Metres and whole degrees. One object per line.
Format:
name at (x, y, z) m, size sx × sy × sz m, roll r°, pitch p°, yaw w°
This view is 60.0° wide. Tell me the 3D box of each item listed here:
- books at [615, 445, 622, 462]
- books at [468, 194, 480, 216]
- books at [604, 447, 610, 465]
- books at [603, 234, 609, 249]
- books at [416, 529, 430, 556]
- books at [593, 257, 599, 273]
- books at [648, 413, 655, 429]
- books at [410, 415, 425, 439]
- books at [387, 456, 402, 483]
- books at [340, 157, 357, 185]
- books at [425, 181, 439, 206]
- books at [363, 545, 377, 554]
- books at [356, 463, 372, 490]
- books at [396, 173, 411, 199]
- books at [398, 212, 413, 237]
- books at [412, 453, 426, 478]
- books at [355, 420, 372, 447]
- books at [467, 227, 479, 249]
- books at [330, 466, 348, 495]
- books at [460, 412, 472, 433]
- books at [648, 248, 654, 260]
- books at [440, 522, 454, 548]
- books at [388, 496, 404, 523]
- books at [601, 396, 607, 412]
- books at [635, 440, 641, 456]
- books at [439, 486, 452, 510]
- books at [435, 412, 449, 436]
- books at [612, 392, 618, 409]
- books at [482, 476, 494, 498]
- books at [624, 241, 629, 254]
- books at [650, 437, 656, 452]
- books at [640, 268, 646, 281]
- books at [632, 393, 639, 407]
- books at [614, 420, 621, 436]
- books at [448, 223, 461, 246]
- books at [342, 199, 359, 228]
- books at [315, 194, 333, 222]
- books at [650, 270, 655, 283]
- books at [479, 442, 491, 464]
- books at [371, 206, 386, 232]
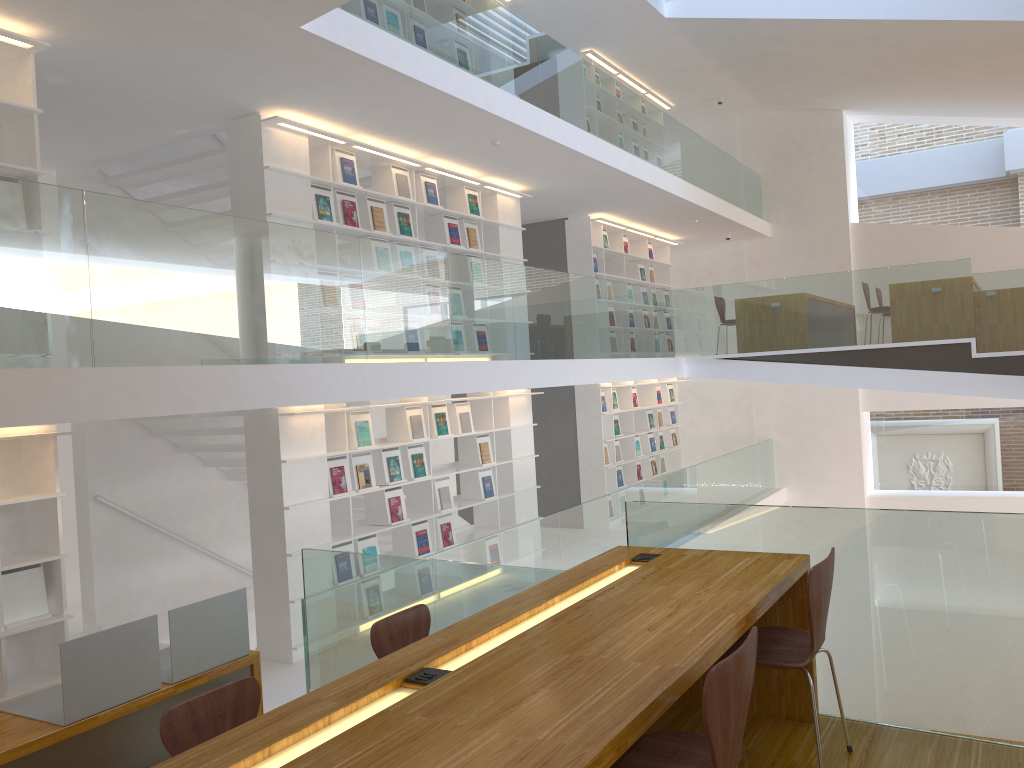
books at (1.360, 0.897, 11.400) m, size 0.037 × 0.210 × 0.145 m, roll -3°, pitch 0°, yaw 30°
books at (-0.367, -1.726, 8.566) m, size 0.037 × 0.210 × 0.145 m, roll -3°, pitch 0°, yaw 30°
books at (1.165, 0.899, 11.072) m, size 0.037 × 0.210 × 0.145 m, roll -3°, pitch 0°, yaw 30°
books at (1.199, -1.816, 11.394) m, size 0.037 × 0.210 × 0.145 m, roll -3°, pitch 0°, yaw 30°
books at (-0.762, 1.360, 7.594) m, size 0.037 × 0.210 × 0.145 m, roll -3°, pitch 0°, yaw 30°
books at (1.034, -1.475, 11.071) m, size 0.037 × 0.210 × 0.145 m, roll -3°, pitch 0°, yaw 30°
books at (1.963, 0.523, 12.477) m, size 0.037 × 0.210 × 0.145 m, roll -3°, pitch 0°, yaw 30°
books at (-0.811, 0.373, 7.600) m, size 0.037 × 0.210 × 0.145 m, roll -3°, pitch 0°, yaw 30°
books at (-0.969, 0.703, 7.306) m, size 0.037 × 0.210 × 0.145 m, roll -3°, pitch 0°, yaw 30°
books at (-1.285, -1.670, 6.986) m, size 0.037 × 0.210 × 0.145 m, roll -3°, pitch 0°, yaw 30°
books at (-0.719, -1.705, 7.961) m, size 0.037 × 0.210 × 0.145 m, roll -3°, pitch 0°, yaw 30°
books at (-1.108, 1.391, 6.991) m, size 0.037 × 0.210 × 0.145 m, roll -3°, pitch 0°, yaw 30°
books at (-1.164, 0.737, 6.984) m, size 0.037 × 0.210 × 0.145 m, roll -3°, pitch 0°, yaw 30°
books at (-0.930, -1.691, 7.598) m, size 0.037 × 0.210 × 0.145 m, roll -3°, pitch 0°, yaw 30°
books at (-0.914, -1.361, 7.592) m, size 0.037 × 0.210 × 0.145 m, roll -3°, pitch 0°, yaw 30°
books at (-0.795, 0.703, 7.595) m, size 0.037 × 0.210 × 0.145 m, roll -3°, pitch 0°, yaw 30°
books at (-1.168, 0.396, 6.986) m, size 0.037 × 0.210 × 0.145 m, roll -3°, pitch 0°, yaw 30°
books at (-0.376, -1.394, 8.524) m, size 0.037 × 0.210 × 0.145 m, roll -3°, pitch 0°, yaw 30°
books at (-1.310, 0.731, 6.715) m, size 0.037 × 0.210 × 0.145 m, roll -3°, pitch 0°, yaw 30°
books at (-0.429, 0.369, 8.257) m, size 0.037 × 0.210 × 0.145 m, roll -3°, pitch 0°, yaw 30°
books at (2.001, -1.850, 12.774) m, size 0.037 × 0.210 × 0.145 m, roll -3°, pitch 0°, yaw 30°
books at (-0.577, 1.349, 7.912) m, size 0.037 × 0.210 × 0.145 m, roll -3°, pitch 0°, yaw 30°
books at (-0.954, 1.036, 7.297) m, size 0.037 × 0.210 × 0.145 m, roll -3°, pitch 0°, yaw 30°
books at (1.139, 0.257, 11.083) m, size 0.037 × 0.210 × 0.145 m, roll -3°, pitch 0°, yaw 30°
books at (1.702, 0.870, 11.996) m, size 0.037 × 0.210 × 0.145 m, roll -3°, pitch 0°, yaw 30°
books at (-0.593, 1.028, 7.911) m, size 0.037 × 0.210 × 0.145 m, roll -3°, pitch 0°, yaw 30°
books at (-0.625, 0.362, 7.921) m, size 0.037 × 0.210 × 0.145 m, roll -3°, pitch 0°, yaw 30°
books at (1.313, 0.213, 11.393) m, size 0.037 × 0.210 × 0.145 m, roll -3°, pitch 0°, yaw 30°
books at (-0.227, 0.996, 8.541) m, size 0.037 × 0.210 × 0.145 m, roll -3°, pitch 0°, yaw 30°
books at (1.545, -1.821, 11.988) m, size 0.037 × 0.210 × 0.145 m, roll -3°, pitch 0°, yaw 30°
books at (1.985, 0.859, 12.477) m, size 0.037 × 0.210 × 0.145 m, roll -3°, pitch 0°, yaw 30°
books at (1.843, -1.525, 12.472) m, size 0.037 × 0.210 × 0.145 m, roll -3°, pitch 0°, yaw 30°
books at (1.664, 0.227, 11.994) m, size 0.037 × 0.210 × 0.145 m, roll -3°, pitch 0°, yaw 30°
books at (1.348, 0.565, 11.413) m, size 0.037 × 0.210 × 0.145 m, roll -3°, pitch 0°, yaw 30°
books at (-0.535, -1.387, 8.251) m, size 0.037 × 0.210 × 0.145 m, roll -3°, pitch 0°, yaw 30°
books at (-1.270, -1.340, 6.987) m, size 0.037 × 0.210 × 0.145 m, roll -3°, pitch 0°, yaw 30°
books at (-1.424, -1.326, 6.724) m, size 0.037 × 0.210 × 0.145 m, roll -3°, pitch 0°, yaw 30°
books at (2.019, -1.536, 12.775) m, size 0.037 × 0.210 × 0.145 m, roll -3°, pitch 0°, yaw 30°
books at (-0.257, 0.669, 8.527) m, size 0.037 × 0.210 × 0.145 m, roll -3°, pitch 0°, yaw 30°
books at (-1.095, -1.349, 7.287) m, size 0.037 × 0.210 × 0.145 m, roll -3°, pitch 0°, yaw 30°
